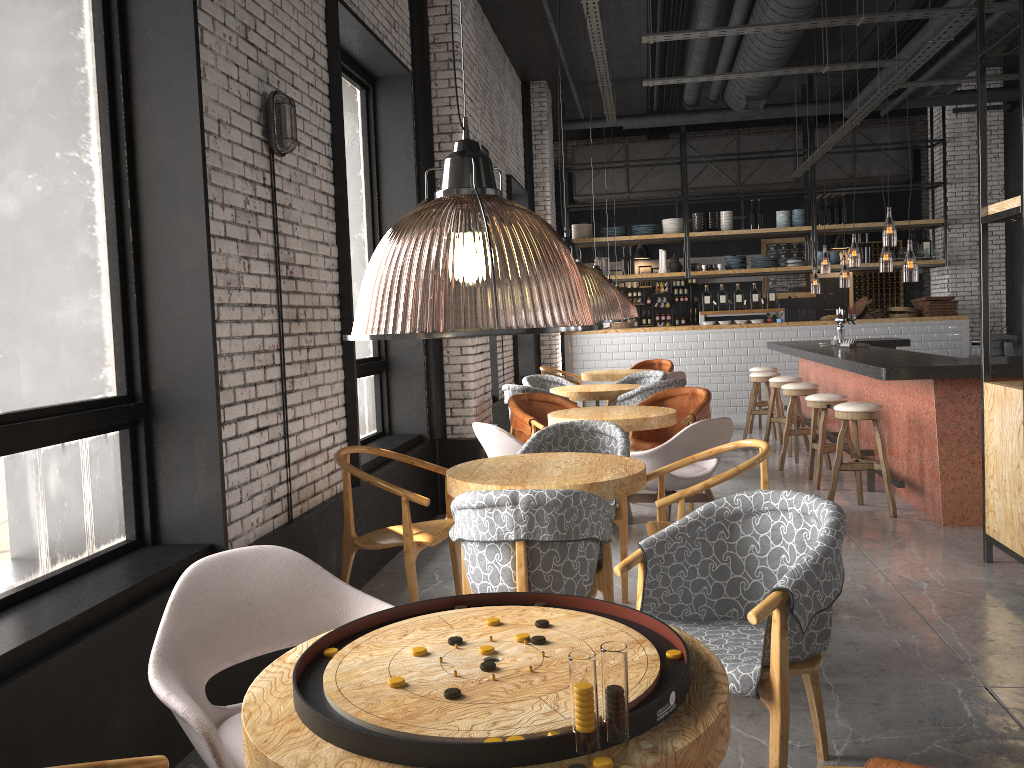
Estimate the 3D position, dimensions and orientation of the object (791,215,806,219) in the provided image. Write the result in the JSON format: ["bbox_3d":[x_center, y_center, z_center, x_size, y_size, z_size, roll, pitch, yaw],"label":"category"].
[{"bbox_3d":[4.430,-2.548,13.693,0.218,0.092,0.219,1,5,45],"label":"object"}]

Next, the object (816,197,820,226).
[{"bbox_3d":[4.742,-2.648,13.676,0.098,0.458,0.098,-1,3,31],"label":"object"}]

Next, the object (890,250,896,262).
[{"bbox_3d":[5.753,-1.931,13.421,0.118,0.180,0.118,-4,4,-27],"label":"object"}]

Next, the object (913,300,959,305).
[{"bbox_3d":[6.242,-1.199,13.084,0.405,0.044,0.636,-2,4,2],"label":"object"}]

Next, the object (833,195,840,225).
[{"bbox_3d":[4.939,-2.644,13.509,0.098,0.458,0.098,-3,3,-14],"label":"object"}]

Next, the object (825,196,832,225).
[{"bbox_3d":[4.828,-2.641,13.526,0.098,0.458,0.098,-1,3,31],"label":"object"}]

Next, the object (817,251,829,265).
[{"bbox_3d":[4.805,-1.935,13.691,0.198,0.230,0.166,-1,3,15],"label":"object"}]

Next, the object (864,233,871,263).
[{"bbox_3d":[5.447,-2.076,13.604,0.098,0.470,0.098,-2,3,16],"label":"object"}]

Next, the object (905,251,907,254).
[{"bbox_3d":[5.991,-1.937,13.356,0.118,0.180,0.118,1,4,42],"label":"object"}]

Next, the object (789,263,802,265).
[{"bbox_3d":[4.366,-1.848,13.766,0.263,0.037,0.263,-4,4,-18],"label":"object"}]

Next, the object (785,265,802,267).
[{"bbox_3d":[4.368,-1.825,13.767,0.263,0.026,0.263,2,6,44],"label":"object"}]

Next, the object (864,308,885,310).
[{"bbox_3d":[5.352,-1.115,13.276,0.458,0.019,0.407,-5,5,-34],"label":"object"}]

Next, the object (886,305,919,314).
[{"bbox_3d":[5.800,-1.104,13.171,0.440,0.154,0.437,-5,5,-34],"label":"object"}]

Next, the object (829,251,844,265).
[{"bbox_3d":[4.979,-1.939,13.652,0.166,0.230,0.199,-4,4,-21],"label":"object"}]

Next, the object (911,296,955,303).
[{"bbox_3d":[6.179,-1.238,13.027,0.406,0.094,0.637,-2,4,6],"label":"object"}]

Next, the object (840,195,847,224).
[{"bbox_3d":[5.045,-2.647,13.493,0.098,0.458,0.098,-3,3,-14],"label":"object"}]

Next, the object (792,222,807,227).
[{"bbox_3d":[4.437,-2.451,13.695,0.219,0.085,0.219,-4,4,-22],"label":"object"}]

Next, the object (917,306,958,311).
[{"bbox_3d":[6.246,-1.111,13.088,0.405,0.044,0.636,-2,4,5],"label":"object"}]

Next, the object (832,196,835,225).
[{"bbox_3d":[4.959,-2.654,13.643,0.098,0.458,0.098,-3,3,-14],"label":"object"}]

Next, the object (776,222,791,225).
[{"bbox_3d":[4.211,-2.475,13.753,0.210,0.069,0.210,-4,4,-25],"label":"object"}]

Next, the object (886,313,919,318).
[{"bbox_3d":[5.799,-1.037,13.172,0.437,0.097,0.437,0,5,33],"label":"object"}]

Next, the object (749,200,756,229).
[{"bbox_3d":[3.738,-2.619,13.770,0.098,0.470,0.098,-1,3,31],"label":"object"}]

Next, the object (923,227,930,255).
[{"bbox_3d":[6.299,-2.143,13.497,0.140,0.549,0.097,-2,3,13],"label":"object"}]

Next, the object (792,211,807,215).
[{"bbox_3d":[4.437,-2.612,13.688,0.218,0.096,0.219,-3,4,-7],"label":"object"}]

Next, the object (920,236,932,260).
[{"bbox_3d":[6.303,-2.068,13.506,0.157,0.405,0.106,-2,3,13],"label":"object"}]

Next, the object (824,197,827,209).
[{"bbox_3d":[4.849,-2.651,13.660,0.098,0.458,0.098,-1,3,31],"label":"object"}]

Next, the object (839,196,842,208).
[{"bbox_3d":[5.066,-2.658,13.626,0.098,0.458,0.098,-3,3,-14],"label":"object"}]

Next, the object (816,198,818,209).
[{"bbox_3d":[4.762,-2.665,13.809,0.098,0.470,0.098,-1,3,31],"label":"object"}]

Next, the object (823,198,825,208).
[{"bbox_3d":[4.869,-2.661,13.793,0.098,0.458,0.098,-1,3,31],"label":"object"}]

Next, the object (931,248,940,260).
[{"bbox_3d":[6.348,-1.946,13.280,0.118,0.180,0.118,0,4,33],"label":"object"}]

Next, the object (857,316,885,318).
[{"bbox_3d":[5.391,-1.003,13.270,0.407,0.019,0.458,-4,4,-19],"label":"object"}]

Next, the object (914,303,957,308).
[{"bbox_3d":[6.244,-1.155,13.086,0.405,0.044,0.636,-2,4,9],"label":"object"}]

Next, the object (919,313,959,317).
[{"bbox_3d":[6.249,-1.023,13.093,0.405,0.044,0.636,-2,4,4],"label":"object"}]

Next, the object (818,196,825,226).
[{"bbox_3d":[4.722,-2.637,13.542,0.098,0.458,0.098,-1,3,31],"label":"object"}]

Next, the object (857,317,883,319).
[{"bbox_3d":[5.377,-0.987,13.280,0.458,0.019,0.407,2,6,44],"label":"object"}]

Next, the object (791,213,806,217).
[{"bbox_3d":[4.429,-2.580,13.692,0.219,0.092,0.218,-6,5,-40],"label":"object"}]

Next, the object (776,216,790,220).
[{"bbox_3d":[4.205,-2.561,13.749,0.210,0.078,0.210,0,5,31],"label":"object"}]

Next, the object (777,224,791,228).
[{"bbox_3d":[4.214,-2.431,13.756,0.210,0.065,0.210,0,4,27],"label":"object"}]

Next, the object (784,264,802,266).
[{"bbox_3d":[4.367,-1.837,13.766,0.263,0.038,0.263,-1,4,24],"label":"object"}]

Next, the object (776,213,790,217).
[{"bbox_3d":[4.206,-2.604,13.744,0.210,0.076,0.210,-4,4,-17],"label":"object"}]

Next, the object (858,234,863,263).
[{"bbox_3d":[5.341,-2.073,13.620,0.098,0.470,0.098,-3,3,-3],"label":"object"}]

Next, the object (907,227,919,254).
[{"bbox_3d":[6.112,-2.135,13.516,0.157,0.553,0.106,-2,3,13],"label":"object"}]

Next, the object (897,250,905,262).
[{"bbox_3d":[5.871,-1.934,13.384,0.118,0.180,0.118,-4,4,-32],"label":"object"}]

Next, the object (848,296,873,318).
[{"bbox_3d":[5.173,-1.130,13.194,0.242,0.338,0.488,-3,4,-5],"label":"object"}]

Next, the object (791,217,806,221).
[{"bbox_3d":[4.430,-2.516,13.691,0.218,0.092,0.219,-2,4,-1],"label":"object"}]

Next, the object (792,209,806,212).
[{"bbox_3d":[4.431,-2.644,13.689,0.218,0.091,0.219,0,4,26],"label":"object"}]

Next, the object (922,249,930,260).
[{"bbox_3d":[6.235,-1.946,13.351,0.118,0.180,0.118,-3,3,-8],"label":"object"}]

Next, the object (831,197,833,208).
[{"bbox_3d":[4.980,-2.665,13.776,0.098,0.458,0.098,-3,3,-14],"label":"object"}]

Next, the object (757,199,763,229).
[{"bbox_3d":[3.844,-2.623,13.753,0.098,0.470,0.098,-1,3,31],"label":"object"}]

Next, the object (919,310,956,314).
[{"bbox_3d":[6.247,-1.067,13.090,0.405,0.044,0.636,-2,4,11],"label":"object"}]

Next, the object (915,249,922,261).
[{"bbox_3d":[6.112,-1.941,13.351,0.118,0.180,0.118,-3,3,-15],"label":"object"}]

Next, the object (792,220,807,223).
[{"bbox_3d":[4.440,-2.484,13.693,0.218,0.092,0.219,-3,4,-8],"label":"object"}]

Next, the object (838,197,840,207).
[{"bbox_3d":[5.086,-2.668,13.760,0.098,0.458,0.098,-3,3,-14],"label":"object"}]

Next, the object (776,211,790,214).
[{"bbox_3d":[4.207,-2.647,13.742,0.210,0.074,0.210,-1,4,14],"label":"object"}]

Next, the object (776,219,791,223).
[{"bbox_3d":[4.212,-2.518,13.754,0.210,0.074,0.210,-4,4,-16],"label":"object"}]
